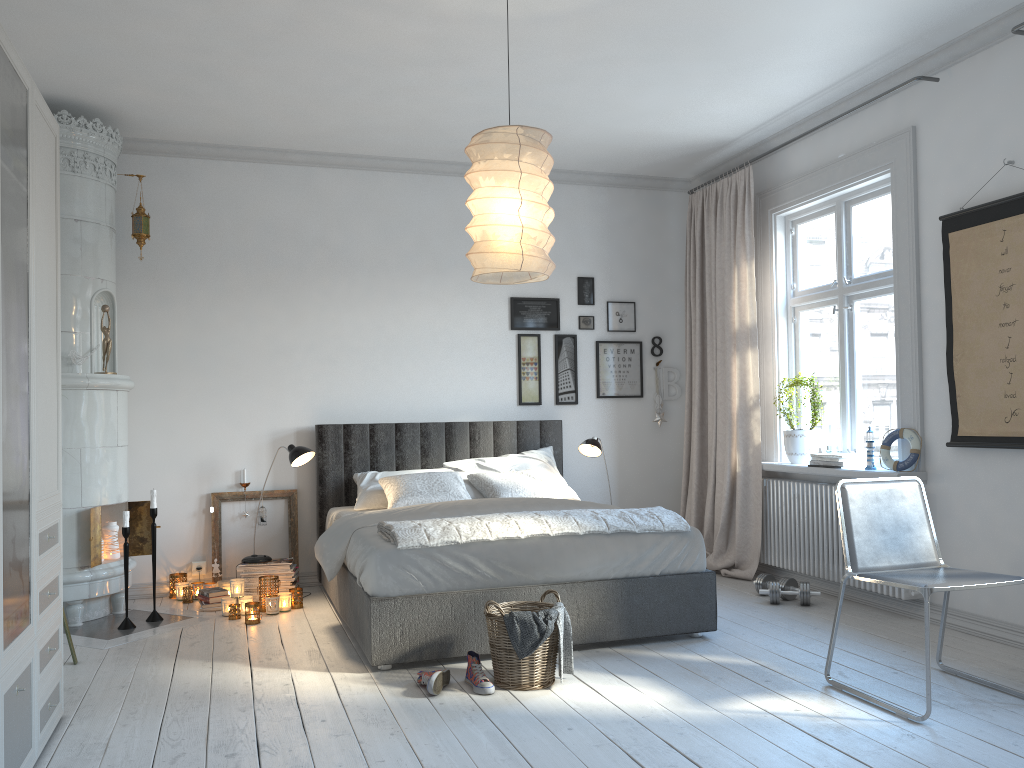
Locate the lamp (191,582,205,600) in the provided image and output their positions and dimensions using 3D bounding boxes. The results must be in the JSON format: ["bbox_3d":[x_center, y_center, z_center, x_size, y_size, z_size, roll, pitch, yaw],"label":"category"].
[{"bbox_3d":[-1.910,1.259,5.392,0.081,0.098,0.081,-3,-2,43],"label":"lamp"}]

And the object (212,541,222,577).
[{"bbox_3d":[-1.845,1.094,5.544,0.062,0.220,0.028,0,-1,-23],"label":"object"}]

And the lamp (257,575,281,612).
[{"bbox_3d":[-1.379,1.190,5.037,0.117,0.188,0.122,-2,-2,25],"label":"lamp"}]

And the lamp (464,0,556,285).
[{"bbox_3d":[-0.014,-1.012,3.337,0.338,1.230,0.340,-1,-1,13],"label":"lamp"}]

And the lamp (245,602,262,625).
[{"bbox_3d":[-1.380,1.219,4.716,0.081,0.106,0.081,0,-2,-41],"label":"lamp"}]

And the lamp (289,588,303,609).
[{"bbox_3d":[-1.240,1.231,5.092,0.080,0.107,0.080,-3,-2,45],"label":"lamp"}]

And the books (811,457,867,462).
[{"bbox_3d":[1.878,0.428,5.084,0.207,0.022,0.254,0,-2,-17],"label":"books"}]

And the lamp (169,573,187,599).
[{"bbox_3d":[-2.057,1.243,5.467,0.108,0.140,0.108,-3,-2,45],"label":"lamp"}]

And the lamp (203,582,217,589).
[{"bbox_3d":[-1.826,1.256,5.366,0.081,0.098,0.081,-3,-2,43],"label":"lamp"}]

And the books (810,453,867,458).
[{"bbox_3d":[1.879,0.409,5.080,0.203,0.015,0.269,0,-2,-21],"label":"books"}]

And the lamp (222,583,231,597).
[{"bbox_3d":[-1.697,1.252,5.317,0.081,0.098,0.081,-3,-2,43],"label":"lamp"}]

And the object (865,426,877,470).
[{"bbox_3d":[1.942,0.347,4.806,0.060,0.235,0.059,-2,-1,24],"label":"object"}]

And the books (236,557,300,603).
[{"bbox_3d":[-1.468,1.182,5.356,0.346,0.232,0.245,-1,-2,-9],"label":"books"}]

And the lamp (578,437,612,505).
[{"bbox_3d":[0.707,0.820,6.061,0.800,0.936,0.450,0,-2,-36],"label":"lamp"}]

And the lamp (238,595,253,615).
[{"bbox_3d":[-1.480,1.233,4.927,0.081,0.098,0.081,-2,-2,16],"label":"lamp"}]

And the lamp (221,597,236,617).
[{"bbox_3d":[-1.567,1.233,4.905,0.081,0.098,0.081,-2,-2,16],"label":"lamp"}]

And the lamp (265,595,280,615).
[{"bbox_3d":[-1.331,1.230,4.933,0.081,0.098,0.081,-2,-2,16],"label":"lamp"}]

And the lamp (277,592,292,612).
[{"bbox_3d":[-1.284,1.232,5.007,0.081,0.098,0.081,-2,-2,16],"label":"lamp"}]

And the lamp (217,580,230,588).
[{"bbox_3d":[-1.765,1.258,5.431,0.081,0.098,0.081,-2,-2,28],"label":"lamp"}]

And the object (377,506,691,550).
[{"bbox_3d":[0.118,0.661,4.167,1.460,0.104,0.405,0,-2,-18],"label":"object"}]

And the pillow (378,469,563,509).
[{"bbox_3d":[-0.234,0.642,5.392,1.146,0.225,0.416,0,-2,-25],"label":"pillow"}]

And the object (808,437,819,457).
[{"bbox_3d":[1.814,0.404,5.319,0.059,0.165,0.196,-2,-2,32],"label":"object"}]

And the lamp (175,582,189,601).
[{"bbox_3d":[-2.001,1.260,5.384,0.081,0.098,0.081,-3,-2,43],"label":"lamp"}]

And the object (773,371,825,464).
[{"bbox_3d":[1.791,0.207,5.504,0.216,0.573,0.385,0,-2,-37],"label":"object"}]

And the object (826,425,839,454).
[{"bbox_3d":[1.860,0.318,5.153,0.074,0.173,0.074,-2,-2,27],"label":"object"}]

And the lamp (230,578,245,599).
[{"bbox_3d":[-1.524,1.135,4.921,0.081,0.098,0.081,-2,-2,25],"label":"lamp"}]

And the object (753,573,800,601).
[{"bbox_3d":[1.534,1.174,5.140,0.129,0.129,0.329,0,-2,-33],"label":"object"}]

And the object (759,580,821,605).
[{"bbox_3d":[1.551,1.166,4.952,0.328,0.129,0.129,-2,-2,17],"label":"object"}]

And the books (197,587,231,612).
[{"bbox_3d":[-1.725,1.247,5.139,0.175,0.095,0.262,0,-2,-23],"label":"books"}]

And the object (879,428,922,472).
[{"bbox_3d":[2.020,0.342,4.612,0.079,0.227,0.236,0,-2,-32],"label":"object"}]

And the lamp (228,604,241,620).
[{"bbox_3d":[-1.507,1.239,4.817,0.067,0.078,0.070,-2,-2,24],"label":"lamp"}]

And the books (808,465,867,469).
[{"bbox_3d":[1.874,0.470,5.078,0.219,0.013,0.272,0,-2,-21],"label":"books"}]

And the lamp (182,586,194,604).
[{"bbox_3d":[-1.936,1.259,5.289,0.063,0.091,0.073,-1,-2,15],"label":"lamp"}]

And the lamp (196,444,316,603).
[{"bbox_3d":[-1.564,0.832,5.327,0.825,0.935,0.450,-1,-1,0],"label":"lamp"}]

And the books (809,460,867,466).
[{"bbox_3d":[1.882,0.452,5.094,0.207,0.024,0.262,0,-2,-25],"label":"books"}]
